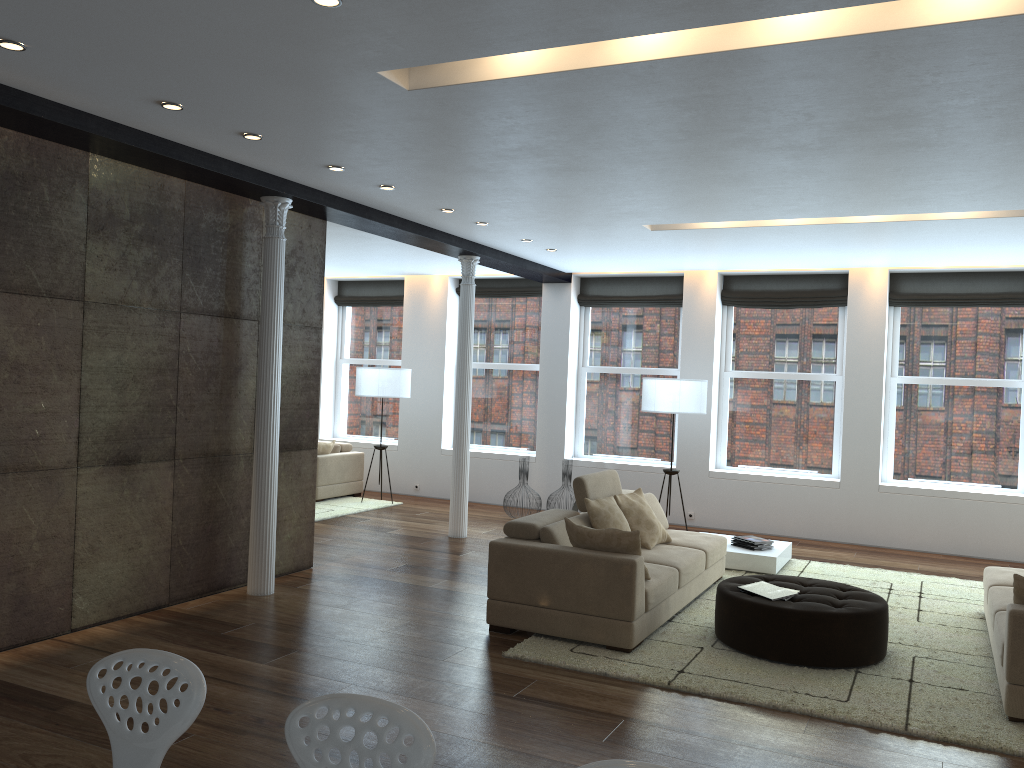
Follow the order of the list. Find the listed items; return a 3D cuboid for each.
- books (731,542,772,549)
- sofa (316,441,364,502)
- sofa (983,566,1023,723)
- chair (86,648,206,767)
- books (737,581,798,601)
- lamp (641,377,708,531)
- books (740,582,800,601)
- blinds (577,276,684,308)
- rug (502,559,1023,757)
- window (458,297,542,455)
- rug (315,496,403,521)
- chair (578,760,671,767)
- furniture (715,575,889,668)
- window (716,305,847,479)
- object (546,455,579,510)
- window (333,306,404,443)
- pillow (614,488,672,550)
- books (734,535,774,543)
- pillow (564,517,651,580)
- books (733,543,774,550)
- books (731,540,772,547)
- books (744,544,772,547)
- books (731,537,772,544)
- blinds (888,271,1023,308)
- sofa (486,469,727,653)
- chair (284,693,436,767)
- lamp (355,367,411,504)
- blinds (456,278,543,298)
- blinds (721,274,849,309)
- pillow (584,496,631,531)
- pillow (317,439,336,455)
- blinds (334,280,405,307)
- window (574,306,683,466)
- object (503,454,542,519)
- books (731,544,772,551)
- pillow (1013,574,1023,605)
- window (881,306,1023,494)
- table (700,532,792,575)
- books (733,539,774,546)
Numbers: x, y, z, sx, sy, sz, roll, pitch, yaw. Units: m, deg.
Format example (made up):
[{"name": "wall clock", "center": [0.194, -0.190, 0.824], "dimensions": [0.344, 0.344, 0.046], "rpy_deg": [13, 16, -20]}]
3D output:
[{"name": "books", "center": [2.213, 1.485, 8.202], "dimensions": [0.220, 0.010, 0.300], "rpy_deg": [2, 0, -29]}, {"name": "sofa", "center": [-3.353, 0.979, 12.036], "dimensions": [2.581, 0.950, 1.018], "rpy_deg": [2, 0, 26]}, {"name": "sofa", "center": [3.503, 1.289, 5.407], "dimensions": [1.021, 0.950, 2.581], "rpy_deg": [2, 0, 26]}, {"name": "chair", "center": [-1.114, 1.164, 2.241], "dimensions": [0.495, 0.835, 0.581], "rpy_deg": [2, 0, 26]}, {"name": "books", "center": [1.606, 1.302, 5.586], "dimensions": [0.220, 0.040, 0.301], "rpy_deg": [2, 0, -29]}, {"name": "lamp", "center": [1.739, 0.807, 9.656], "dimensions": [0.698, 1.728, 0.698], "rpy_deg": [2, 0, -40]}, {"name": "books", "center": [1.629, 1.311, 5.599], "dimensions": [0.300, 0.031, 0.219], "rpy_deg": [3, 0, 41]}, {"name": "blinds", "center": [1.508, -1.158, 11.090], "dimensions": [1.431, 0.395, 0.183], "rpy_deg": [2, 0, 26]}, {"name": "rug", "center": [2.204, 1.696, 6.508], "dimensions": [2.972, 0.020, 4.231], "rpy_deg": [2, 0, 26]}, {"name": "window", "center": [-0.129, -0.214, 11.954], "dimensions": [1.391, 2.400, 0.123], "rpy_deg": [2, 0, 26]}, {"name": "rug", "center": [-3.941, 1.424, 10.907], "dimensions": [4.231, 0.020, 2.972], "rpy_deg": [2, 0, 26]}, {"name": "chair", "center": [0.179, 1.220, 1.625], "dimensions": [0.495, 0.835, 0.581], "rpy_deg": [2, 0, 26]}, {"name": "furniture", "center": [1.848, 1.497, 5.703], "dimensions": [1.057, 0.355, 1.057], "rpy_deg": [2, 0, 28]}, {"name": "window", "center": [3.151, -0.072, 10.363], "dimensions": [1.442, 2.400, 0.123], "rpy_deg": [2, 0, 26]}, {"name": "object", "center": [0.647, 1.235, 10.534], "dimensions": [0.458, 0.781, 0.458], "rpy_deg": [2, 0, 25]}, {"name": "window", "center": [-1.988, -0.294, 12.856], "dimensions": [1.345, 2.400, 0.123], "rpy_deg": [2, 0, 26]}, {"name": "pillow", "center": [1.019, 1.060, 7.025], "dimensions": [0.368, 0.416, 0.519], "rpy_deg": [3, 0, 30]}, {"name": "books", "center": [2.238, 1.438, 8.214], "dimensions": [0.220, 0.010, 0.300], "rpy_deg": [2, 0, -24]}, {"name": "pillow", "center": [0.618, 1.060, 5.681], "dimensions": [0.518, 0.393, 0.395], "rpy_deg": [2, 0, 29]}, {"name": "books", "center": [2.235, 1.496, 8.214], "dimensions": [0.220, 0.010, 0.300], "rpy_deg": [2, 0, -44]}, {"name": "books", "center": [2.214, 1.466, 8.202], "dimensions": [0.220, 0.010, 0.300], "rpy_deg": [2, 0, -39]}, {"name": "books", "center": [2.236, 1.477, 8.214], "dimensions": [0.220, 0.010, 0.300], "rpy_deg": [2, 0, -14]}, {"name": "books", "center": [2.215, 1.447, 8.202], "dimensions": [0.220, 0.010, 0.300], "rpy_deg": [2, 0, -29]}, {"name": "blinds", "center": [4.823, -1.015, 9.499], "dimensions": [1.442, 0.393, 0.156], "rpy_deg": [2, 0, 26]}, {"name": "sofa", "center": [0.854, 1.174, 6.692], "dimensions": [1.021, 0.950, 2.581], "rpy_deg": [2, 0, 26]}, {"name": "chair", "center": [-0.479, 1.192, 1.955], "dimensions": [0.495, 0.835, 0.581], "rpy_deg": [2, 0, 26]}, {"name": "lamp", "center": [-1.667, 0.658, 11.308], "dimensions": [0.698, 1.728, 0.698], "rpy_deg": [2, 0, -40]}, {"name": "blinds", "center": [-0.112, -1.288, 11.894], "dimensions": [1.396, 0.275, 0.156], "rpy_deg": [2, 0, 26]}, {"name": "blinds", "center": [3.167, -1.080, 10.302], "dimensions": [1.439, 0.424, 0.156], "rpy_deg": [2, 0, 26]}, {"name": "pillow", "center": [0.736, 1.040, 6.469], "dimensions": [0.301, 0.439, 0.534], "rpy_deg": [2, 0, 29]}, {"name": "pillow", "center": [-2.535, 0.907, 11.389], "dimensions": [0.395, 0.393, 0.518], "rpy_deg": [2, 0, 22]}, {"name": "blinds", "center": [-1.973, -1.309, 12.796], "dimensions": [1.342, 0.393, 0.156], "rpy_deg": [2, 0, 26]}, {"name": "window", "center": [1.500, -0.143, 11.164], "dimensions": [1.432, 2.400, 0.123], "rpy_deg": [2, 0, 26]}, {"name": "object", "center": [0.133, 1.214, 10.542], "dimensions": [0.458, 0.781, 0.458], "rpy_deg": [2, 0, 25]}, {"name": "books", "center": [2.213, 1.505, 8.202], "dimensions": [0.220, 0.010, 0.300], "rpy_deg": [2, 0, -29]}, {"name": "pillow", "center": [2.864, 1.158, 4.591], "dimensions": [0.518, 0.393, 0.395], "rpy_deg": [2, 0, 22]}, {"name": "window", "center": [4.807, 0.000, 9.560], "dimensions": [1.443, 2.400, 0.123], "rpy_deg": [2, 0, 26]}, {"name": "table", "center": [2.101, 1.590, 8.356], "dimensions": [0.900, 0.170, 0.900], "rpy_deg": [2, 0, 26]}, {"name": "books", "center": [2.237, 1.457, 8.214], "dimensions": [0.300, 0.010, 0.220], "rpy_deg": [3, 0, 41]}]
